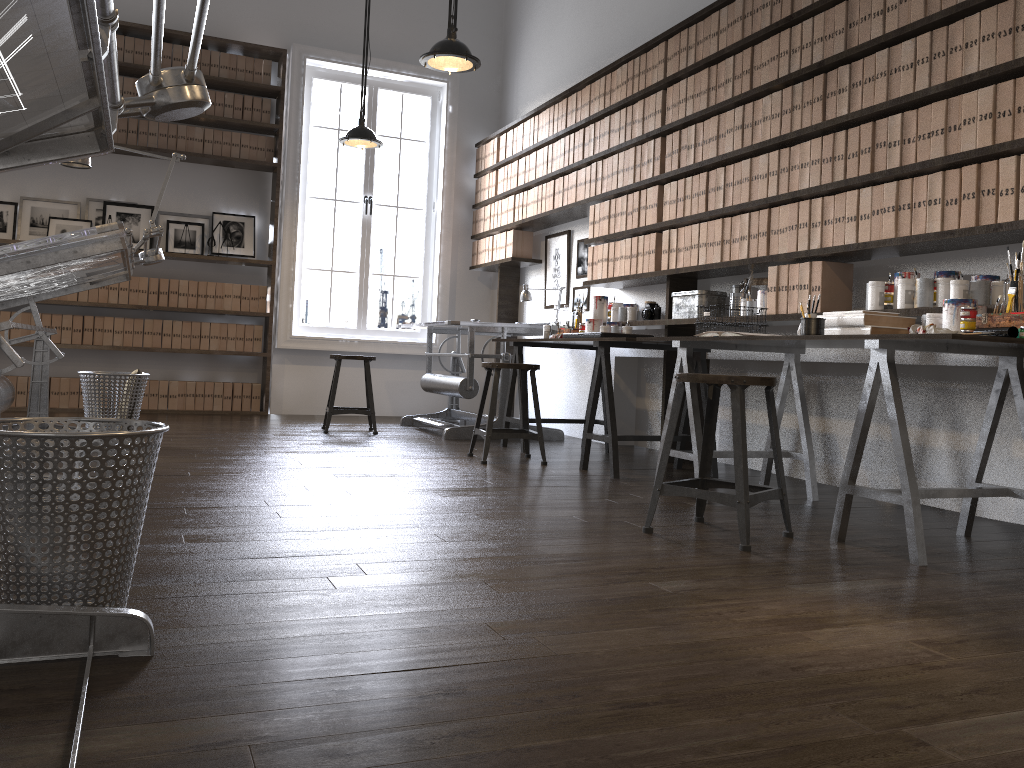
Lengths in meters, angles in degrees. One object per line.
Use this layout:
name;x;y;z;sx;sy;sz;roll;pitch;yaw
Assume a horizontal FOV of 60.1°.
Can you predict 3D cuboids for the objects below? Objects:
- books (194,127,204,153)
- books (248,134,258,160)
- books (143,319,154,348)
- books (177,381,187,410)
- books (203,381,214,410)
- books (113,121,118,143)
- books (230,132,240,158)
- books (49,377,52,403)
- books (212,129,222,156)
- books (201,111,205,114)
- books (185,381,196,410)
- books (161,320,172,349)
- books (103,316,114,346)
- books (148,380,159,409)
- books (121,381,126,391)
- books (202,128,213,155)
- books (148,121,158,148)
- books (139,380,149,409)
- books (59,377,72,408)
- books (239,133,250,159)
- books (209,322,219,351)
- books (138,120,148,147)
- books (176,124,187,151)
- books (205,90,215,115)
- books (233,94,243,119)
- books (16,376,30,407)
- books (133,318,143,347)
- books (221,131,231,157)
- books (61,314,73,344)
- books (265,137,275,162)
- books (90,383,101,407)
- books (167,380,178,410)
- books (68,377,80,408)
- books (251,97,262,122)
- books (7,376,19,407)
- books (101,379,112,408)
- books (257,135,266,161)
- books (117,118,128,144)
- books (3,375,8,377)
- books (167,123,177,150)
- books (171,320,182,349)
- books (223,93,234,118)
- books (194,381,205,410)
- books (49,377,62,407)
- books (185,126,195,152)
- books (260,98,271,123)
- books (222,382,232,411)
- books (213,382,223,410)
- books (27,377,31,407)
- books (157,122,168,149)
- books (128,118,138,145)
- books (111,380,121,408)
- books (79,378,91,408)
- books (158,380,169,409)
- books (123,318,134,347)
books;-2.534;-1.941;7.148;0.066;0.226;0.174;3;-1;-23
books;-2.145;-1.928;7.308;0.067;0.226;0.174;3;-1;-23
books;-2.873;-0.400;6.997;0.066;0.226;0.174;3;0;-23
books;-2.648;0.090;7.089;0.066;0.226;0.174;3;0;-23
books;-2.459;0.096;7.169;0.066;0.226;0.174;3;-1;-23
books;-3.109;-1.961;6.908;0.066;0.226;0.174;3;-1;-23
books;-2.274;-1.933;7.257;0.066;0.226;0.174;3;-1;-23
books;-3.539;0.060;6.711;0.067;0.226;0.174;3;-1;-23
books;-2.403;-1.937;7.205;0.066;0.226;0.174;3;-1;-23
books;-2.514;-2.253;7.155;0.067;0.226;0.174;3;-1;-23
books;-2.584;0.092;7.111;0.067;0.226;0.174;3;-1;-23
books;-2.746;-0.396;7.045;0.066;0.226;0.174;3;-1;-23
books;-3.135;-0.409;6.882;0.066;0.226;0.174;3;-1;-23
books;-2.837;0.084;7.010;0.066;0.226;0.174;3;-1;-23
books;-3.027;0.077;6.930;0.066;0.226;0.174;3;-1;-23
books;-2.466;-1.939;7.174;0.067;0.226;0.174;3;-1;-23
books;-2.845;-1.952;7.016;0.066;0.226;0.174;3;-1;-23
books;-2.902;0.082;6.985;0.066;0.226;0.174;3;-1;-23
books;-3.412;0.064;6.768;0.066;0.226;0.174;3;-1;-23
books;-2.206;-1.930;7.282;0.066;0.226;0.174;3;-1;-23
books;-2.421;-0.385;7.186;0.066;0.226;0.174;3;-1;-23
books;-2.913;-1.954;6.993;0.066;0.226;0.174;3;-1;-23
books;-2.652;-1.945;7.095;0.067;0.226;0.174;3;-1;-23
books;-2.454;-2.251;7.187;0.066;0.226;0.174;3;-1;-23
books;-2.258;-2.244;7.270;0.066;0.226;0.174;3;-1;-23
books;-3.674;0.056;6.655;0.066;0.226;0.174;3;-1;-23
books;-2.942;-0.402;6.969;0.066;0.226;0.174;3;-1;-23
books;-2.339;-1.935;7.234;0.066;0.226;0.174;3;-1;-23
books;-3.399;-0.418;6.774;0.066;0.226;0.174;3;-1;-23
books;-2.024;-1.924;7.364;0.066;0.226;0.174;3;-1;-23
books;-3.220;0.071;6.847;0.066;0.226;0.174;3;-1;-23
books;-2.705;0.088;7.063;0.066;0.226;0.174;3;0;-23
books;-3.352;0.067;6.788;0.067;0.226;0.174;3;-1;-23
books;-2.121;-2.240;7.327;0.066;0.226;0.174;3;-1;-23
books;-3.741;0.053;6.632;0.066;0.226;0.174;3;-1;-23
books;-3.150;0.073;6.874;0.067;0.226;0.174;3;-1;-23
books;-2.088;-1.926;7.336;0.066;0.226;0.174;3;0;-23
books;-3.050;-1.959;6.935;0.066;0.226;0.174;3;0;-23
books;-3.806;0.051;6.604;0.066;0.226;0.174;3;-1;-23
books;-2.716;-1.948;7.075;0.066;0.226;0.174;3;-1;-23
books;-2.681;-0.394;7.077;0.066;0.226;0.174;3;-1;-23
books;-2.322;-2.246;7.238;0.066;0.226;0.174;3;-1;-23
books;-2.525;0.094;7.142;0.066;0.226;0.174;3;-1;-23
books;-3.473;0.062;6.745;0.066;0.226;0.174;3;0;-23
books;-2.592;-1.943;7.125;0.066;0.226;0.174;3;-1;-23
books;-2.050;-2.237;7.354;0.066;0.226;0.174;3;0;-23
books;-2.329;0.101;7.225;0.066;0.226;0.174;3;-1;-23
books;-2.392;0.099;7.193;0.066;0.226;0.174;3;-1;-23
books;-3.610;0.058;6.687;0.066;0.226;0.174;3;-1;-23
books;-2.782;-1.950;7.047;0.066;0.226;0.174;3;-1;-23
books;-2.979;-1.956;6.959;0.067;0.226;0.174;3;-1;-23
books;-3.084;0.076;6.904;0.066;0.226;0.174;3;-1;-23
books;-3.285;0.069;6.816;0.066;0.226;0.174;3;-1;-23
books;-2.771;0.086;7.033;0.067;0.226;0.174;3;-1;-23
books;-3.007;-0.405;6.944;0.066;0.226;0.174;3;-1;-23
